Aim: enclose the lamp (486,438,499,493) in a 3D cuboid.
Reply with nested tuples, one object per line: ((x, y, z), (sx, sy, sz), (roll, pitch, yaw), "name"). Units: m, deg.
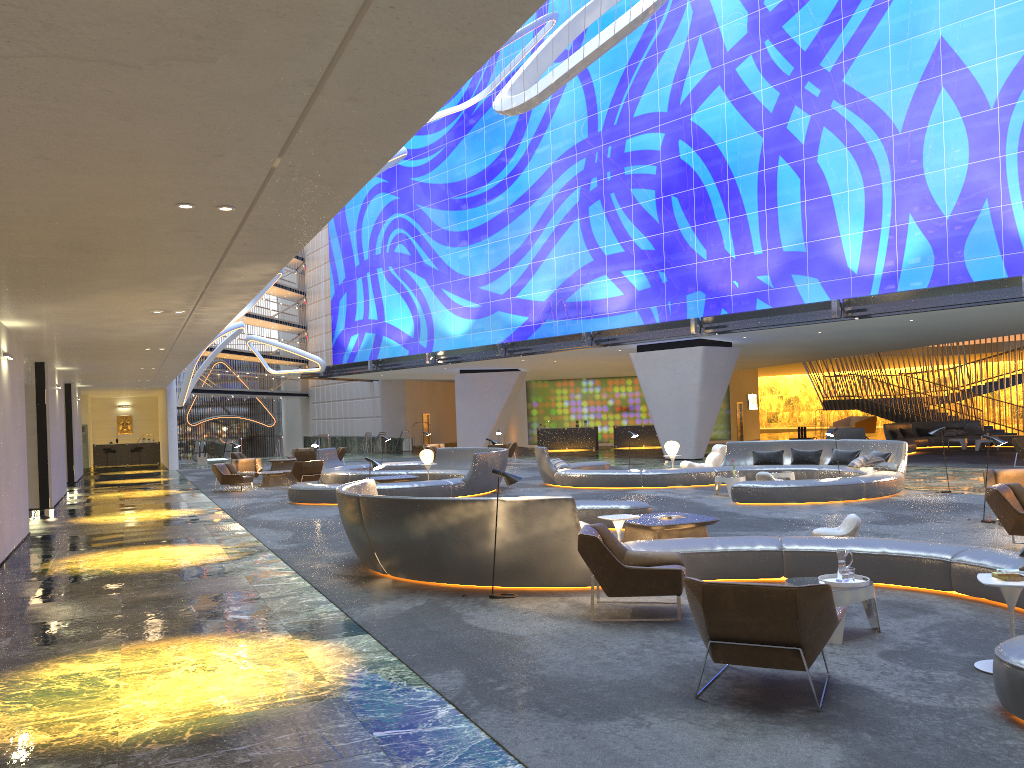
((-0.472, 1.921, 20.995), (0.384, 1.300, 0.202), (-2, 0, -6), "lamp")

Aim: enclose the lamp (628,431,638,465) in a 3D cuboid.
((3.159, 1.876, 23.257), (0.384, 1.300, 0.202), (-2, 0, 42), "lamp")

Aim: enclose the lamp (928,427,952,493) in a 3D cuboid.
((8.418, 1.495, 17.452), (0.384, 1.300, 0.202), (-2, 0, 20), "lamp")

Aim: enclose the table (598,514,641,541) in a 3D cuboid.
((1.235, 1.824, 10.222), (0.418, 0.595, 0.428), (-2, -1, -27), "table")

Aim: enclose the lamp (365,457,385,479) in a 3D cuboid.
((-1.940, 1.675, 12.474), (0.384, 1.300, 0.202), (-2, 0, 26), "lamp")

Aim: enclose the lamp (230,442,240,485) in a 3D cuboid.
((-8.341, 2.386, 26.643), (0.384, 1.300, 0.202), (-2, 0, -6), "lamp")

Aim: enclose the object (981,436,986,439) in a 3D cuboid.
((16.616, 1.882, 31.238), (0.151, 0.118, 0.071), (-2, -1, 12), "object")

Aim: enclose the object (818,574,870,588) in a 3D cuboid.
((2.625, 1.556, 7.014), (0.381, 0.038, 0.381), (-1, -2, -32), "object")

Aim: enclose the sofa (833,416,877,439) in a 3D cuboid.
((17.009, 2.195, 44.058), (1.062, 1.179, 3.418), (-2, -2, 2), "sofa")

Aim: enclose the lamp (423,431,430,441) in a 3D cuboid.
((-3.371, 2.505, 34.936), (0.384, 1.300, 0.202), (-2, 0, -6), "lamp")

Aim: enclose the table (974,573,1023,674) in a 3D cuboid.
((3.322, 1.604, 5.931), (0.428, 0.595, 0.418), (-2, -1, 20), "table")

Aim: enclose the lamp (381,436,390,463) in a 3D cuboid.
((-4.067, 2.302, 28.420), (0.384, 1.300, 0.202), (-2, 0, -6), "lamp")

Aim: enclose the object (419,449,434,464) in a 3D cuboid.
((-2.224, 1.900, 23.136), (0.366, 0.387, 0.318), (-2, -1, -16), "object")

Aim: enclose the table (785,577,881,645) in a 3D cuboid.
((2.538, 1.783, 7.088), (0.671, 0.406, 0.674), (-1, -2, -27), "table")

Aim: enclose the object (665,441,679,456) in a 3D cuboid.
((4.193, 1.685, 23.234), (0.366, 0.387, 0.318), (-1, -1, -41), "object")

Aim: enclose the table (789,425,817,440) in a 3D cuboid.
((15.066, 2.544, 46.010), (1.242, 0.727, 2.306), (-3, -2, 24), "table")

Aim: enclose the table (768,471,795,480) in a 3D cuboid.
((5.693, 2.091, 19.045), (0.673, 0.406, 0.671), (-2, -1, -4), "table")

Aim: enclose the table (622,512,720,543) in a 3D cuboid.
((2.012, 1.960, 11.633), (1.202, 0.392, 1.204), (-1, -2, -23), "table")

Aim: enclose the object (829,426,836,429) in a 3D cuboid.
((11.923, 1.759, 32.955), (0.318, 0.387, 0.367), (-2, -1, -16), "object")

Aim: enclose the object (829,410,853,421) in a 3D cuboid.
((17.545, 2.038, 47.216), (1.205, 1.664, 0.476), (-2, 0, -14), "object")

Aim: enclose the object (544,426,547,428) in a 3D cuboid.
((1.684, 2.179, 44.764), (0.108, 0.108, 0.111), (-2, -1, 11), "object")

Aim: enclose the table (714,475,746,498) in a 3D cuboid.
((4.437, 2.105, 18.196), (0.671, 0.406, 0.673), (-3, -2, 29), "table")

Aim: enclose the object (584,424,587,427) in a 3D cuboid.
((3.679, 2.078, 44.320), (0.150, 0.145, 0.150), (-2, -1, 10), "object")

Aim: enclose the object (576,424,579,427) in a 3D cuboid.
((3.275, 2.093, 44.380), (0.150, 0.145, 0.150), (-2, -1, 10), "object")

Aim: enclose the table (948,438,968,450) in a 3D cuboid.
((16.363, 2.197, 32.526), (0.671, 0.406, 0.673), (-3, -2, 21), "table")

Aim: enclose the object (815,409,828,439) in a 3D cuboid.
((16.483, 2.072, 47.167), (0.476, 1.664, 1.204), (-2, -1, 31), "object")

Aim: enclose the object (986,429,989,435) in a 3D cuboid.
((16.700, 1.756, 31.113), (0.076, 0.356, 0.066), (-2, 0, -31), "object")

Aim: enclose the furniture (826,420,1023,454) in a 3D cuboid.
((14.155, 1.949, 32.240), (9.925, 0.969, 5.189), (-2, -2, -7), "furniture")

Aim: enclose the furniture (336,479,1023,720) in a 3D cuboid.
((1.418, 1.588, 9.378), (5.183, 0.969, 9.935), (-1, -2, -27), "furniture")

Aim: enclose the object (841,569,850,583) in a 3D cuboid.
((2.604, 1.510, 6.917), (0.071, 0.118, 0.071), (-1, -1, -41), "object")

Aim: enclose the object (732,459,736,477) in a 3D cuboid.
((4.547, 1.718, 18.131), (0.076, 0.356, 0.066), (-2, 0, 34), "object")

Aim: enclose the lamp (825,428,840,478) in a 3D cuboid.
((7.069, 1.610, 19.452), (0.384, 1.300, 0.202), (-2, 0, -30), "lamp")

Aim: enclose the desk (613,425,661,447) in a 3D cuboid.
((6.691, 2.617, 44.928), (2.978, 1.097, 0.813), (-2, -1, 13), "desk")

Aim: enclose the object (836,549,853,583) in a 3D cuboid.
((2.638, 1.447, 7.065), (0.131, 0.252, 0.103), (-2, 0, -40), "object")

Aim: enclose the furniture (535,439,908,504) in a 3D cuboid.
((4.475, 1.885, 20.909), (5.183, 0.969, 9.935), (-1, -2, -32), "furniture")

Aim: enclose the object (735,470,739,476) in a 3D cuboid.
((4.628, 1.839, 18.263), (0.071, 0.118, 0.151), (-2, -1, -13), "object")

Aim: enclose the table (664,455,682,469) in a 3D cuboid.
((4.215, 2.177, 23.285), (0.428, 0.595, 0.418), (-3, -1, 41), "table")

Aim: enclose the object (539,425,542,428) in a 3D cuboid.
((1.442, 2.169, 44.813), (0.149, 0.149, 0.149), (-2, -1, 11), "object")

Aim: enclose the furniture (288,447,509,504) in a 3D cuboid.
((-2.917, 2.242, 23.887), (5.184, 0.969, 9.933), (-2, -2, -7), "furniture")

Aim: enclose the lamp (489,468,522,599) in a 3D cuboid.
((-0.065, 1.485, 8.875), (0.384, 1.300, 0.202), (-2, 0, -24), "lamp")

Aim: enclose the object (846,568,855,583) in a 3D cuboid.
((2.664, 1.510, 6.971), (0.071, 0.118, 0.071), (-2, -1, 34), "object")

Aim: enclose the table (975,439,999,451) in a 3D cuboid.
((16.601, 2.136, 31.029), (0.671, 0.406, 0.674), (-1, -2, -36), "table")

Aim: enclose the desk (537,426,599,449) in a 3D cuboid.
((2.814, 2.743, 44.749), (2.978, 1.097, 0.813), (-2, -1, 15), "desk")

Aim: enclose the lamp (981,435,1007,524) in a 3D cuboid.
((7.042, 1.385, 12.944), (0.384, 1.300, 0.202), (-2, 0, 29), "lamp")

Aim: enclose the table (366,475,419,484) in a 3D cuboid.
((-2.933, 2.480, 21.716), (1.202, 0.392, 1.204), (-1, -2, -23), "table")

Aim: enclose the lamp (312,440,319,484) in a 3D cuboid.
((-5.446, 2.219, 24.672), (0.202, 1.300, 0.384), (-2, 0, -7), "lamp")

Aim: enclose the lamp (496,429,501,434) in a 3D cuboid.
((-0.476, 2.338, 32.964), (0.202, 1.300, 0.384), (-2, 0, -7), "lamp")
